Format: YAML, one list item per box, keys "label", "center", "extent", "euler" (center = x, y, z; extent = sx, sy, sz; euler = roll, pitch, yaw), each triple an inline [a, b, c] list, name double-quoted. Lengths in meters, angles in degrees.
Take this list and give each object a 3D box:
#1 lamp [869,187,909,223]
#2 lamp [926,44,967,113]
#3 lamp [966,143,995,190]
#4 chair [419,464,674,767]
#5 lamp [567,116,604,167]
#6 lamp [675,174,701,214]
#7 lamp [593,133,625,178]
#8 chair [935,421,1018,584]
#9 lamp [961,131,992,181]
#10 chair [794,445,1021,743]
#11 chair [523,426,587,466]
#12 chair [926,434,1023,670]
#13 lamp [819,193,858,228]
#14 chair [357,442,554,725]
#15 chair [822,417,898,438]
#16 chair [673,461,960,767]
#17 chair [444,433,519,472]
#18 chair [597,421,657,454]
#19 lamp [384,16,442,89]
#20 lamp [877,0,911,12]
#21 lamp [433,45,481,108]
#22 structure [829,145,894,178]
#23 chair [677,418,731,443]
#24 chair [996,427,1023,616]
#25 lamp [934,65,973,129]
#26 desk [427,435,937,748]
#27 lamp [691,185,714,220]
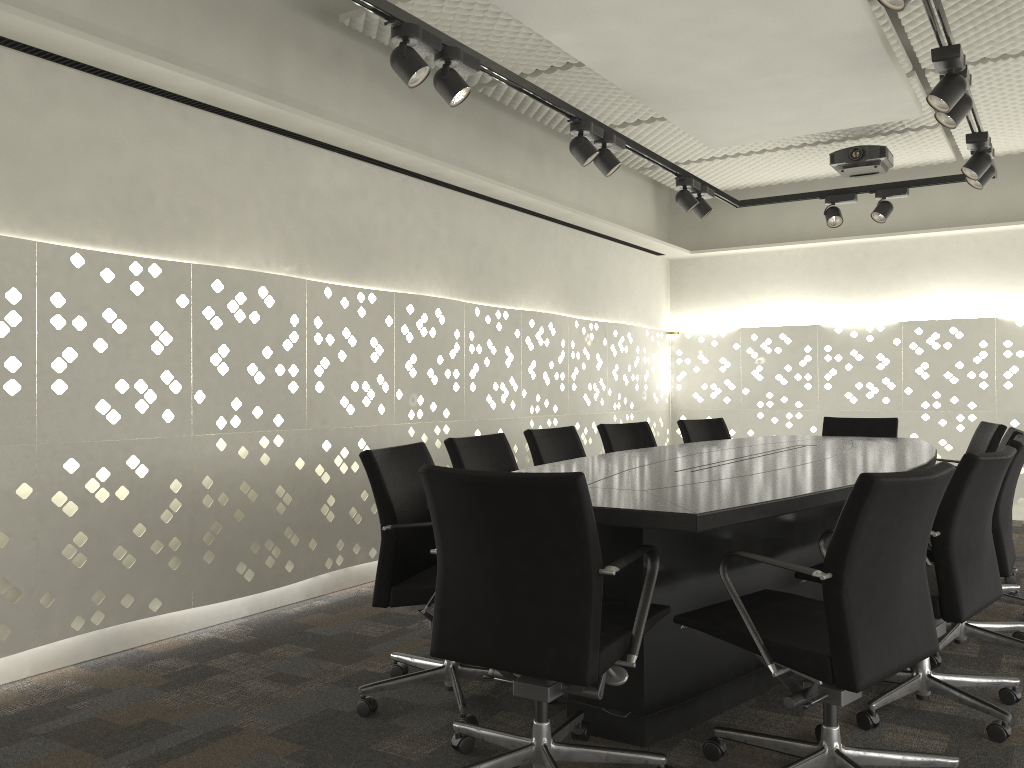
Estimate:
- label: "lamp"
  center: [2.169, -1.039, 5.097]
  extent: [0.214, 0.224, 0.118]
  euler: [0, 0, 21]
- label: "lamp"
  center: [1.486, -1.049, 3.045]
  extent: [0.126, 0.224, 0.213]
  euler: [-1, 0, 35]
- label: "lamp"
  center: [2.233, -1.044, 4.235]
  extent: [0.126, 0.224, 0.213]
  euler: [-1, 0, 35]
- label: "chair"
  center: [0.068, 0.561, 2.104]
  extent: [0.559, 0.757, 0.579]
  euler: [-1, 0, 37]
- label: "lamp"
  center: [0.320, -1.039, 3.802]
  extent: [0.126, 0.224, 0.213]
  euler: [-1, 0, 35]
- label: "lamp"
  center: [0.962, -1.035, 4.825]
  extent: [0.126, 0.224, 0.213]
  euler: [-1, 0, 35]
- label: "lamp"
  center: [0.439, -1.038, 3.992]
  extent: [0.126, 0.224, 0.213]
  euler: [-1, 0, 35]
- label: "chair"
  center: [2.134, 0.566, 4.348]
  extent: [0.579, 0.757, 0.559]
  euler: [0, 0, 22]
- label: "lamp"
  center: [2.114, -1.045, 4.045]
  extent: [0.126, 0.224, 0.213]
  euler: [-1, 0, 35]
- label: "chair"
  center: [1.162, 0.559, 2.574]
  extent: [0.559, 0.757, 0.579]
  euler: [0, -1, -43]
- label: "chair"
  center: [0.356, 0.571, 3.877]
  extent: [0.579, 0.757, 0.559]
  euler: [-1, 0, 37]
- label: "chair"
  center: [1.551, 0.561, 3.127]
  extent: [0.579, 0.757, 0.559]
  euler: [-1, 0, 37]
- label: "lamp"
  center: [1.923, -1.037, 5.240]
  extent: [0.213, 0.224, 0.126]
  euler: [-1, 0, 35]
- label: "chair"
  center: [-0.157, 0.565, 2.673]
  extent: [0.579, 0.757, 0.559]
  euler: [0, 0, 22]
- label: "chair"
  center: [1.950, 0.571, 5.023]
  extent: [0.559, 0.757, 0.579]
  euler: [-1, 0, 37]
- label: "chair"
  center: [0.708, 0.558, 2.051]
  extent: [0.559, 0.757, 0.579]
  euler: [0, 0, -38]
- label: "chair"
  center: [0.057, 0.568, 3.250]
  extent: [0.579, 0.757, 0.559]
  euler: [0, 0, 32]
- label: "chair"
  center: [0.733, 0.573, 4.391]
  extent: [0.559, 0.757, 0.579]
  euler: [0, -1, -43]
- label: "lamp"
  center: [-0.307, -1.043, 2.802]
  extent: [0.126, 0.224, 0.213]
  euler: [-1, 0, 35]
- label: "lamp"
  center: [0.964, -1.052, 2.211]
  extent: [0.126, 0.224, 0.213]
  euler: [-1, 0, 35]
- label: "lamp"
  center: [-0.188, -1.042, 2.991]
  extent: [0.126, 0.224, 0.213]
  euler: [-1, 0, 35]
- label: "structure"
  center: [2.161, -1.374, 5.476]
  extent: [0.327, 0.144, 0.371]
  euler: [0, 0, 32]
- label: "chair"
  center: [1.234, 0.574, 4.932]
  extent: [0.559, 0.757, 0.579]
  euler: [0, 0, -38]
- label: "chair"
  center: [1.874, 0.563, 3.714]
  extent: [0.579, 0.757, 0.559]
  euler: [0, 0, 32]
- label: "lamp"
  center: [1.605, -1.048, 3.234]
  extent: [0.126, 0.224, 0.213]
  euler: [-1, 0, 35]
- label: "desk"
  center: [0.983, 0.617, 3.526]
  extent: [1.223, 0.658, 3.364]
  euler: [0, 0, 32]
- label: "lamp"
  center: [1.080, -1.034, 5.014]
  extent: [0.126, 0.224, 0.213]
  euler: [-1, 0, 35]
